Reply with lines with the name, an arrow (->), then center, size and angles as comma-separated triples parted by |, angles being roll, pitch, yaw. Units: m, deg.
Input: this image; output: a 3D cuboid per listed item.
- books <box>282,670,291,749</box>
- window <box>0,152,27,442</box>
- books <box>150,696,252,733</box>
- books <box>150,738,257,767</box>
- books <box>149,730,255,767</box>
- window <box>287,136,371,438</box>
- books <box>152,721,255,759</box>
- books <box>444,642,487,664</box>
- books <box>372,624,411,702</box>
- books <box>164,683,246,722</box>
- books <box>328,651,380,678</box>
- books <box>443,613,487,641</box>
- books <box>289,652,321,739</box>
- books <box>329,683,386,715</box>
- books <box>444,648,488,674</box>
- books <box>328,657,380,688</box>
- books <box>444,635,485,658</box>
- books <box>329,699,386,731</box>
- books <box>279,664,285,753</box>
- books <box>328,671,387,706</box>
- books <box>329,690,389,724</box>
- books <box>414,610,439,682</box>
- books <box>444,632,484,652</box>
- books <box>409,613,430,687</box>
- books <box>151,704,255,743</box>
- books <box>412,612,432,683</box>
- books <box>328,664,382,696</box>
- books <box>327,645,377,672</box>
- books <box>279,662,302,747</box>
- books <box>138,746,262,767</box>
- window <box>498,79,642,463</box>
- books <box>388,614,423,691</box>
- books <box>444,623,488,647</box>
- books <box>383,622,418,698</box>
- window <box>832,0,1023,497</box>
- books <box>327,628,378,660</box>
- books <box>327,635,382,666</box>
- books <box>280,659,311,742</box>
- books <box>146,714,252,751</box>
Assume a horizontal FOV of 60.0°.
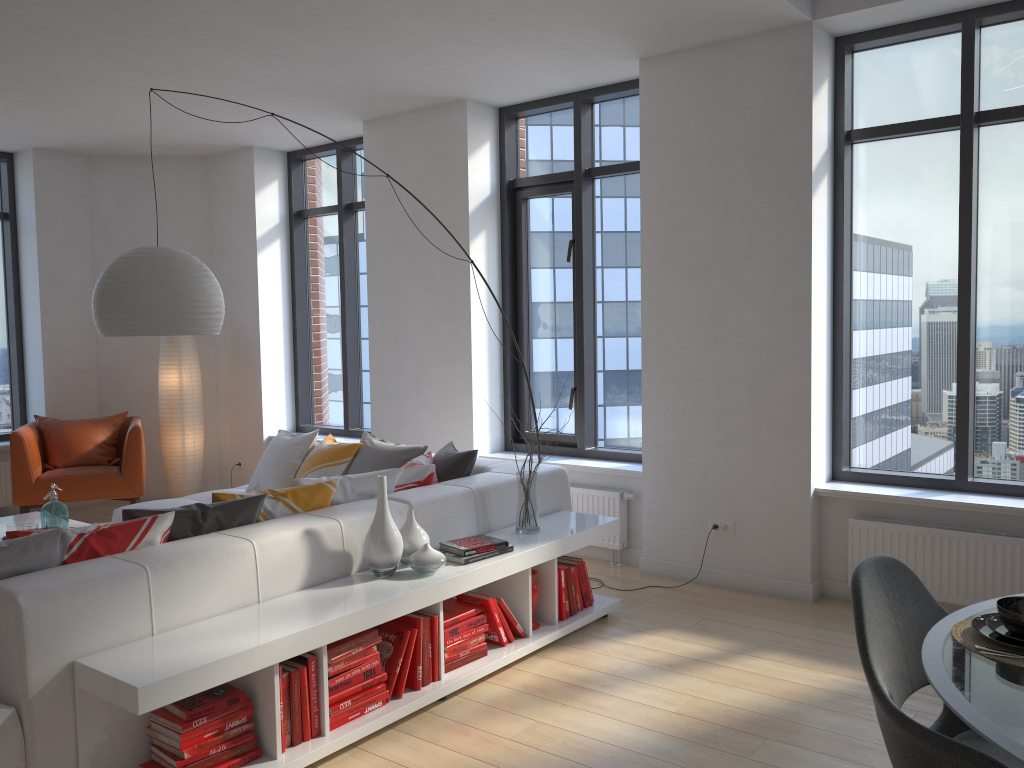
books -> -0.826, 1.090, 3.018 | 0.181, 0.255, 0.031 | 2, 5, 37
window -> -4.807, -0.674, 6.763 | 0.170, 2.402, 1.960 | 2, 5, 37
books -> -1.002, 1.048, 2.863 | 0.178, 0.025, 0.254 | 2, 4, 37
books -> -0.997, 1.181, 2.872 | 0.206, 0.034, 0.259 | 2, 5, 40
books -> -0.996, 1.153, 2.857 | 0.187, 0.026, 0.266 | 2, 5, 43
window -> -1.331, -0.767, 7.305 | 1.310, 2.402, 0.170 | 2, 5, 37
books -> -0.996, 1.126, 2.868 | 0.182, 0.025, 0.257 | 2, 5, 37
books -> -0.266, 1.117, 3.738 | 0.187, 0.026, 0.266 | 2, 5, 43
books -> -0.499, 1.064, 3.412 | 0.188, 0.247, 0.144 | 2, 5, 38
books -> -0.990, 1.022, 2.861 | 0.152, 0.029, 0.206 | 2, 5, 43
books -> -0.633, 1.009, 3.251 | 0.178, 0.023, 0.236 | 2, 5, 37
books -> -0.274, 1.009, 3.755 | 0.206, 0.039, 0.279 | 2, 4, 36
books -> -0.758, 1.067, 3.099 | 0.214, 0.291, 0.049 | 2, 5, 37
books -> -0.621, 1.131, 3.245 | 0.187, 0.026, 0.266 | 2, 4, 37
books -> -0.266, 1.146, 3.752 | 0.206, 0.034, 0.259 | 2, 5, 40
books -> -0.642, 1.035, 3.248 | 0.191, 0.027, 0.261 | 1, 4, 33
books -> -0.265, 1.091, 3.749 | 0.182, 0.025, 0.257 | 2, 5, 37
books -> -0.632, 1.187, 3.256 | 0.200, 0.029, 0.274 | 2, 5, 37
books -> -0.845, 1.075, 2.988 | 0.208, 0.294, 0.036 | 2, 5, 37
books -> -0.648, 1.102, 3.269 | 0.227, 0.032, 0.301 | 2, 5, 37
books -> -0.617, 1.158, 3.246 | 0.188, 0.030, 0.282 | 2, 5, 39
books -> -0.366, 1.043, 3.561 | 0.181, 0.269, 0.028 | 2, 5, 37
books -> -0.260, 1.068, 3.740 | 0.178, 0.023, 0.236 | 2, 5, 37
books -> -0.420, 1.045, 3.530 | 0.215, 0.270, 0.038 | 2, 5, 37
books -> -0.998, 1.074, 2.864 | 0.179, 0.028, 0.269 | 2, 5, 39
books -> -0.394, 1.047, 3.549 | 0.188, 0.266, 0.028 | 2, 5, 37
books -> -0.653, 1.067, 3.262 | 0.206, 0.039, 0.279 | 2, 5, 38
books -> -0.652, 0.987, 3.240 | 0.182, 0.025, 0.257 | 2, 5, 37
books -> -0.806, 1.087, 3.046 | 0.207, 0.259, 0.034 | 2, 5, 37
books -> -1.000, 1.216, 2.856 | 0.227, 0.032, 0.301 | 2, 5, 37
window -> 0.495, -0.710, 5.905 | 1.310, 2.402, 0.170 | 2, 5, 37
books -> -0.431, 1.043, 3.490 | 0.199, 0.282, 0.046 | 2, 5, 37
books -> -0.259, 1.042, 3.749 | 0.191, 0.027, 0.261 | 2, 5, 42
books -> -0.469, 1.062, 3.441 | 0.192, 0.245, 0.115 | 2, 5, 37
window -> 2.319, -0.653, 4.507 | 1.310, 2.402, 0.170 | 2, 5, 37
books -> -0.653, 0.932, 3.238 | 0.206, 0.034, 0.259 | 2, 4, 35
books -> -0.635, 0.961, 3.249 | 0.187, 0.026, 0.266 | 1, 4, 32
books -> -0.774, 1.085, 3.070 | 0.195, 0.259, 0.042 | 2, 5, 37
books -> -1.012, 1.101, 2.873 | 0.191, 0.028, 0.261 | 2, 5, 37
